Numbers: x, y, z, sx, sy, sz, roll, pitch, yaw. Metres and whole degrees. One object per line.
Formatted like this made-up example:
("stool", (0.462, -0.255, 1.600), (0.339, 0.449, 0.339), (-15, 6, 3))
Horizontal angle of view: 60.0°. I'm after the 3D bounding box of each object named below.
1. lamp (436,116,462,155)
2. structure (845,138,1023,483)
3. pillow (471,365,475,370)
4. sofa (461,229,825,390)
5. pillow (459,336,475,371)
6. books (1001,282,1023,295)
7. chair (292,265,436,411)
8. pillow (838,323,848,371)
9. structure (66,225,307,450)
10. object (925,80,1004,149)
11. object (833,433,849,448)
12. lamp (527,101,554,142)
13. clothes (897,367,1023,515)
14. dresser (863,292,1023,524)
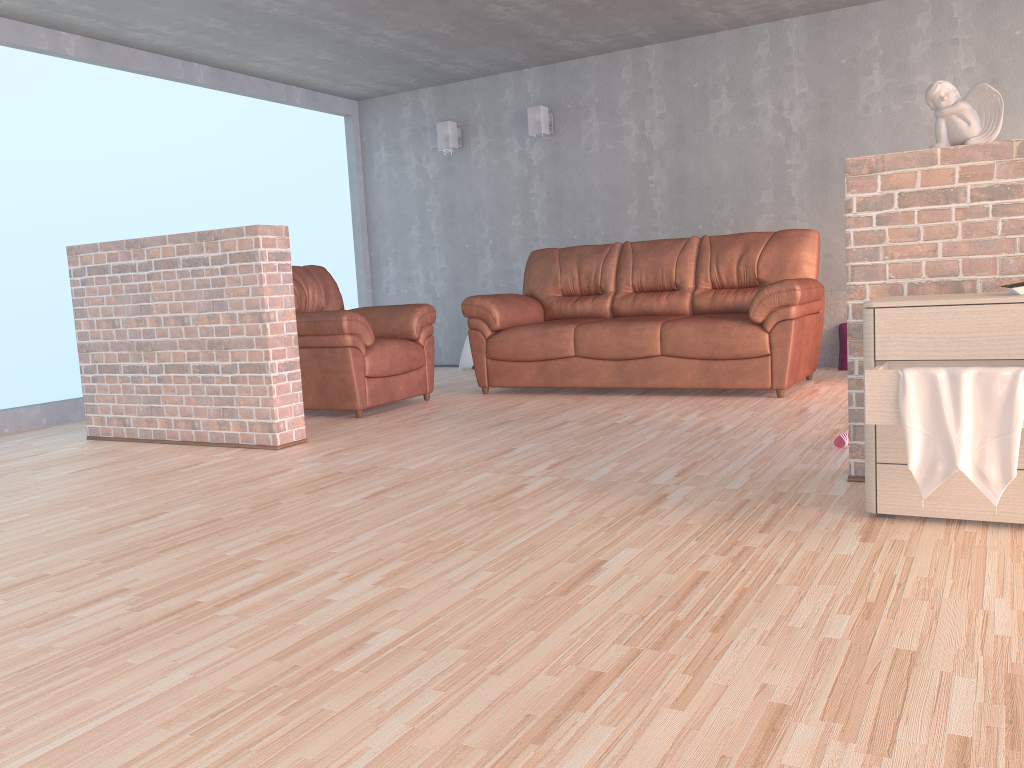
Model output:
("lamp", (-0.548, -2.138, 7.650), (0.165, 0.319, 0.168), (0, 7, 29))
("structure", (1.759, -0.209, 2.644), (1.422, 1.057, 0.211), (0, 7, 29))
("pillow", (-0.096, -0.172, 7.333), (0.365, 0.130, 0.392), (-9, 8, -40))
("sofa", (0.842, -0.483, 5.746), (2.202, 0.923, 0.981), (0, 7, 29))
("pillow", (-0.286, -0.273, 7.600), (0.327, 0.326, 0.241), (1, 8, 33))
("books", (1.440, -0.264, 2.376), (0.209, 0.040, 0.146), (-1, 7, 19))
("chair", (-1.101, -0.329, 5.575), (0.936, 0.879, 0.970), (0, 7, 28))
("pillow", (2.406, -0.255, 6.066), (0.327, 0.326, 0.241), (-1, 7, 23))
("structure", (-1.710, -0.227, 4.581), (1.422, 1.057, 0.211), (0, 7, 29))
("object", (1.399, -0.840, 2.748), (0.216, 0.218, 0.131), (0, 7, 28))
("object", (1.352, 0.221, 3.491), (0.192, 0.066, 0.078), (-6, 7, -24))
("lamp", (0.226, -2.135, 7.223), (0.165, 0.319, 0.177), (0, 7, 29))
("clothes", (1.118, 0.140, 2.184), (0.325, 0.369, 0.097), (0, 7, 30))
("dresser", (1.761, 0.072, 2.148), (1.686, 0.612, 0.605), (0, 7, 29))
